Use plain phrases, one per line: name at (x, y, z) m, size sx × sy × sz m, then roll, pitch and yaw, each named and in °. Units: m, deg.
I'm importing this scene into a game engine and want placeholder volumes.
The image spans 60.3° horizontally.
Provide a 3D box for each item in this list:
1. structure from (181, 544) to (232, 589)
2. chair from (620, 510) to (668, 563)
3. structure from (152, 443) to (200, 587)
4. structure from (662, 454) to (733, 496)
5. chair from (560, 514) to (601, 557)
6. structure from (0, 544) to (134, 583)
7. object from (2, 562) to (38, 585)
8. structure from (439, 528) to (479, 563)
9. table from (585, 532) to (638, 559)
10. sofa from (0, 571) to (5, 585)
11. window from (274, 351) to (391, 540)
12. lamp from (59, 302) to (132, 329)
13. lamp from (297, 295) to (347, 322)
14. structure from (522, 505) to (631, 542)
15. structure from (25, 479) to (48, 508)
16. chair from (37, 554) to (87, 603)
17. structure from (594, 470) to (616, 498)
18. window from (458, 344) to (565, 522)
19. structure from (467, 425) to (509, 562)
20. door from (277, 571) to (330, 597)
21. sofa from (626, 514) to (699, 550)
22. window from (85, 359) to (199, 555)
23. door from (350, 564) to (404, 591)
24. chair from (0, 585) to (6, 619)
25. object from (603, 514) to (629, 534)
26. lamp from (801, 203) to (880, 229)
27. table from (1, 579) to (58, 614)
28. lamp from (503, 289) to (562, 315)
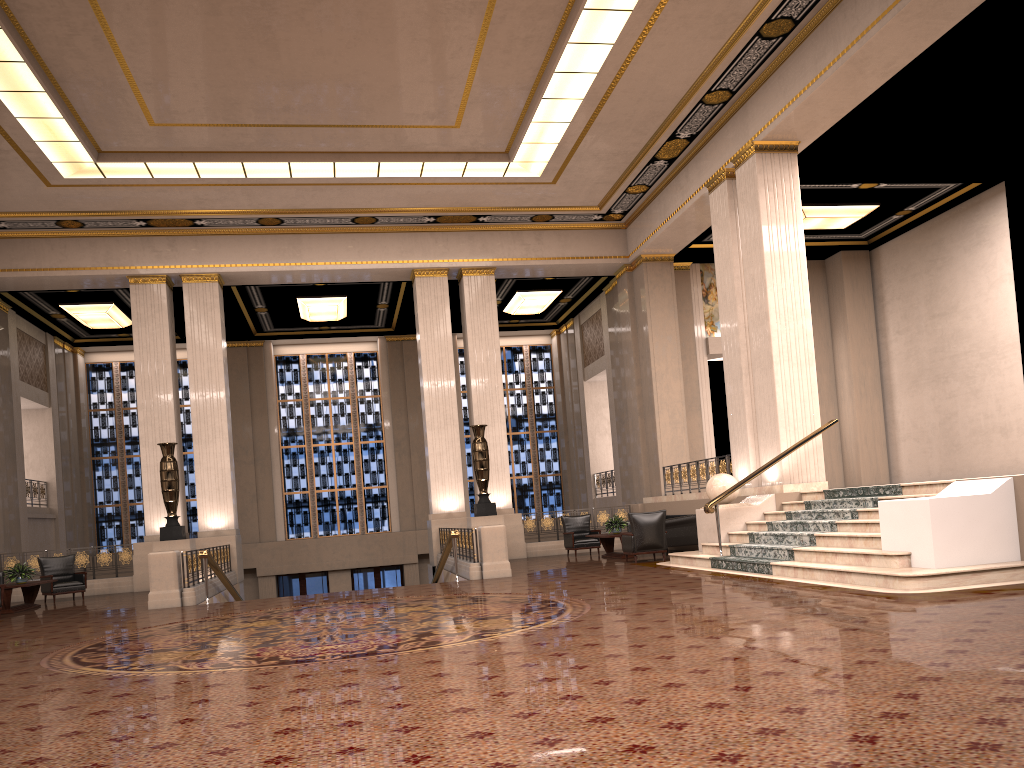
structure at (-5.193, 3.093, 15.244) m, size 0.079 × 0.533 × 4.988 m, roll -4°, pitch -8°, yaw -11°
chair at (2.218, 2.559, 14.808) m, size 0.646 × 0.840 × 0.723 m, roll -4°, pitch -5°, yaw -11°
structure at (-6.385, 2.505, 16.578) m, size 0.699 × 2.777 × 0.704 m, roll -4°, pitch -2°, yaw -11°
structure at (3.584, 1.786, 16.971) m, size 0.032 × 0.620 × 3.733 m, roll -4°, pitch -8°, yaw -11°
chair at (1.430, 3.110, 18.155) m, size 0.646 × 0.840 × 0.724 m, roll -3°, pitch -5°, yaw -16°
structure at (-8.797, 3.592, 17.497) m, size 2.531 × 0.652 × 0.032 m, roll -3°, pitch -2°, yaw -11°
object at (-8.100, 3.101, 14.499) m, size 0.504 × 0.374 × 0.527 m, roll -7°, pitch -7°, yaw 21°
structure at (-1.047, 2.891, 16.042) m, size 0.079 × 0.533 × 4.988 m, roll -4°, pitch -8°, yaw -12°
table at (1.989, 3.031, 16.538) m, size 0.837 × 0.433 × 1.490 m, roll -3°, pitch -8°, yaw -11°
sofa at (-9.099, 3.440, 14.415) m, size 0.874 × 0.702 × 1.942 m, roll -3°, pitch -8°, yaw -11°
window at (-5.219, 1.761, 25.683) m, size 2.983 × 5.338 × 0.070 m, roll -4°, pitch -2°, yaw -11°
lamp at (-9.881, -1.603, 21.065) m, size 1.166 × 0.213 × 2.038 m, roll -3°, pitch -8°, yaw -11°
lamp at (-4.729, -1.855, 22.057) m, size 1.166 × 0.213 × 2.038 m, roll -3°, pitch -8°, yaw -11°
structure at (1.434, 3.092, 19.465) m, size 2.531 × 0.652 × 0.032 m, roll -3°, pitch -2°, yaw -11°
structure at (-11.300, 2.579, 20.719) m, size 0.031 × 0.663 × 2.178 m, roll -4°, pitch -8°, yaw -11°
chair at (-8.301, 3.585, 16.279) m, size 0.723 × 0.840 × 0.647 m, roll -9°, pitch -6°, yaw 44°
structure at (2.509, 2.646, 23.342) m, size 0.031 × 0.663 × 2.178 m, roll -4°, pitch -8°, yaw -11°
window at (-0.047, 1.508, 26.678) m, size 2.983 × 5.338 × 0.070 m, roll -4°, pitch -2°, yaw -11°
structure at (-0.577, 2.221, 17.696) m, size 0.699 × 2.777 × 0.704 m, roll -4°, pitch -2°, yaw -11°
door at (-5.831, 6.660, 24.859) m, size 1.489 × 2.713 × 0.156 m, roll -4°, pitch -2°, yaw -11°
sofa at (2.878, 2.855, 16.719) m, size 0.874 × 0.702 × 1.942 m, roll -3°, pitch -8°, yaw -11°
window at (-10.218, 2.005, 24.721) m, size 2.983 × 5.338 × 0.070 m, roll -4°, pitch -2°, yaw -11°
door at (-3.785, 6.560, 25.253) m, size 1.489 × 2.713 × 0.156 m, roll -4°, pitch -2°, yaw -11°
chair at (-7.968, 3.080, 13.005) m, size 0.652 × 0.840 × 0.717 m, roll -8°, pitch -6°, yaw 39°
object at (1.946, 2.625, 16.535) m, size 0.504 × 0.374 × 0.527 m, roll -7°, pitch -7°, yaw 21°
lamp at (6.303, -3.335, 17.748) m, size 1.713 × 0.213 × 1.180 m, roll -3°, pitch -8°, yaw -11°
table at (-8.189, 3.528, 14.580) m, size 0.837 × 0.433 × 1.490 m, roll -3°, pitch -8°, yaw -11°
lamp at (0.512, -2.111, 23.065) m, size 1.166 × 0.213 × 2.038 m, roll -3°, pitch -8°, yaw -11°
